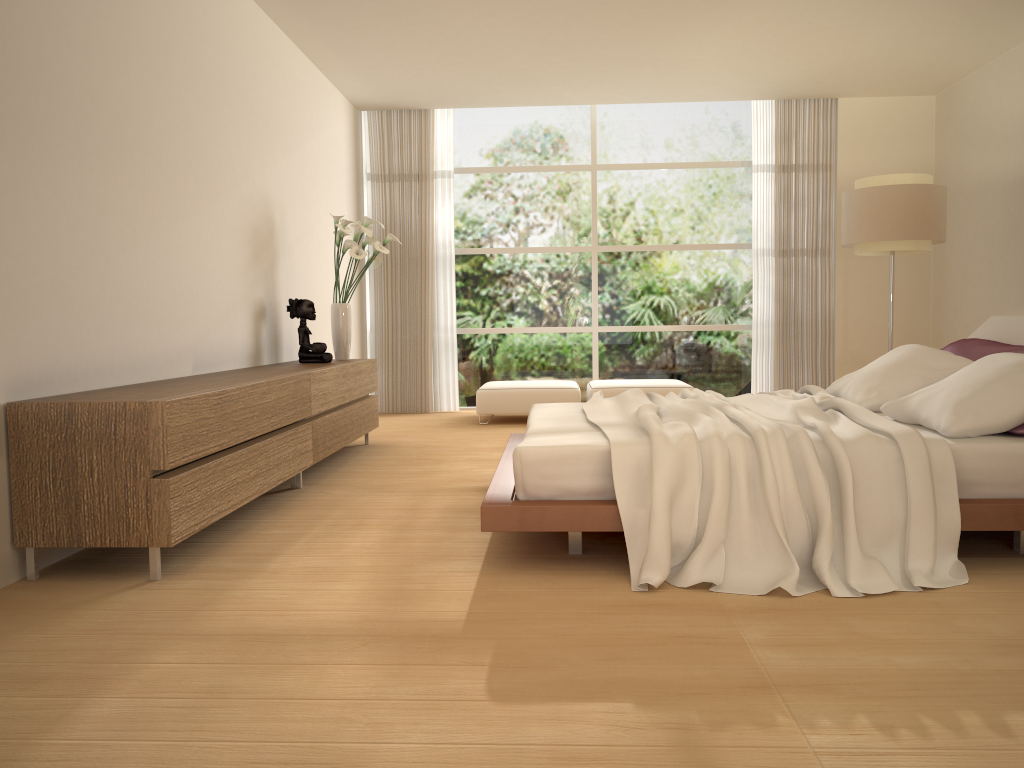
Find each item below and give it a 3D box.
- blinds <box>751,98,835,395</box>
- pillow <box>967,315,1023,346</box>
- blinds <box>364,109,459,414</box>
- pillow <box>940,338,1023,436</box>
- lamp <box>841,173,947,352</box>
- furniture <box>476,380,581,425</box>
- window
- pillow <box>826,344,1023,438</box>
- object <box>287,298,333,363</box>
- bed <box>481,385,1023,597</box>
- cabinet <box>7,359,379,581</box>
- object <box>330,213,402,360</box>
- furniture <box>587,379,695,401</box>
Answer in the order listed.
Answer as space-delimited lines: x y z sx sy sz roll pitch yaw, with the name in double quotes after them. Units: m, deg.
2.826 -1.410 8.916 0.814 3.351 0.202 -1 4 2 "blinds"
2.556 -0.095 4.145 0.461 0.457 1.779 -1 4 2 "pillow"
-1.048 -1.372 9.171 0.950 3.352 0.211 -1 4 2 "blinds"
2.229 -0.019 4.158 0.575 0.369 1.683 -1 4 3 "pillow"
3.048 -0.621 7.120 0.817 2.018 0.817 -5 5 -44 "lamp"
0.170 0.162 8.500 0.965 0.346 0.964 -1 4 3 "furniture"
0.866 -1.419 9.326 4.781 3.371 0.071 -1 4 3 "window"
1.959 -0.001 4.166 0.561 0.339 1.720 -1 4 3 "pillow"
-1.400 -0.371 6.159 0.282 0.453 0.181 -1 4 3 "object"
1.202 0.334 4.188 2.535 0.570 2.599 -1 4 3 "bed"
-1.427 0.265 5.048 0.588 0.662 3.713 -1 4 3 "cabinet"
-1.135 -0.725 6.617 0.515 1.085 0.608 -4 5 -39 "object"
1.204 0.151 8.446 0.965 0.346 0.964 -1 4 3 "furniture"
